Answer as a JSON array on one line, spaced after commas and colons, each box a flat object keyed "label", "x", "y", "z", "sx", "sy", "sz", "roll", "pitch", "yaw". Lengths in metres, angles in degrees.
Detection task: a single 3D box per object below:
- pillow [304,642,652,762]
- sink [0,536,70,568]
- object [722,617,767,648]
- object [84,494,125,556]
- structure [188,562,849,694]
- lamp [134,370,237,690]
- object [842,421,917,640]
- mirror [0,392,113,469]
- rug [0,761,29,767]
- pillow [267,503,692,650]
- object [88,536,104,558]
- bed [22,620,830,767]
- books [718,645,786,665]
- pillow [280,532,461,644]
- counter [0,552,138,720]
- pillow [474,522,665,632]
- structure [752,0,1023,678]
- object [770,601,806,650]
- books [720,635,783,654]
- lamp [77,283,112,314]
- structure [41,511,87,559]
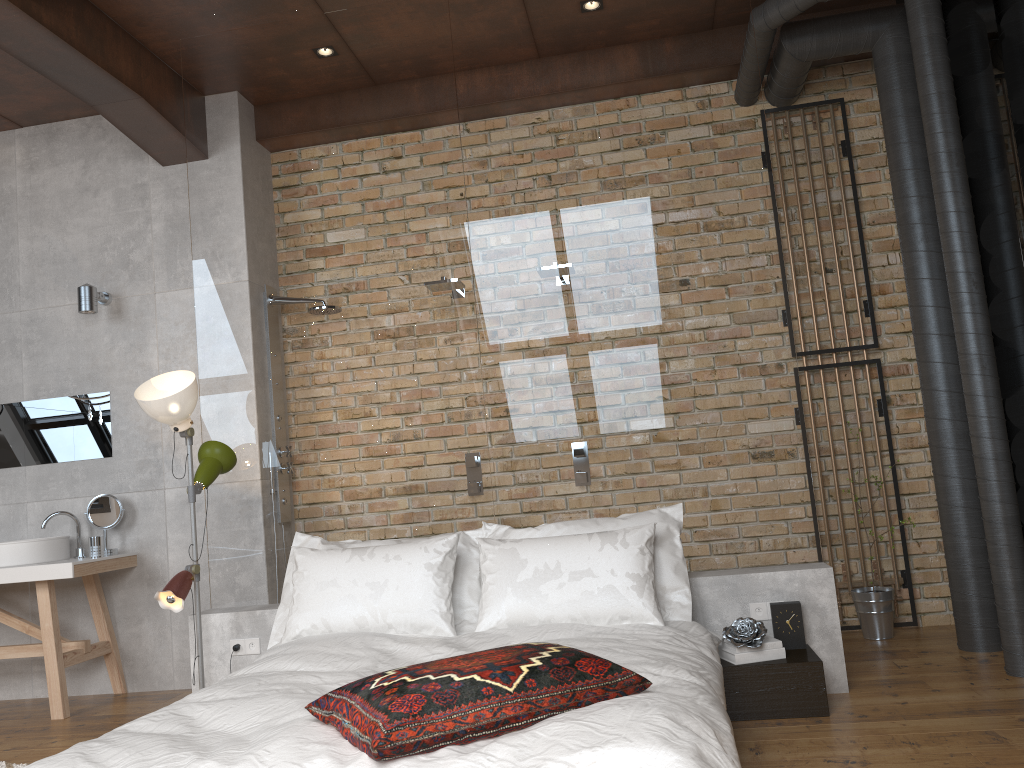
[{"label": "pillow", "x": -0.082, "y": 0.764, "z": 2.209, "sx": 0.748, "sy": 0.157, "sz": 0.453, "roll": -2, "pitch": -7, "yaw": -31}, {"label": "sink", "x": -2.651, "y": 0.914, "z": 4.829, "sx": 0.442, "sy": 0.128, "sz": 0.445, "roll": -2, "pitch": -7, "yaw": -27}, {"label": "object", "x": 0.892, "y": 0.950, "z": 3.394, "sx": 0.170, "sy": 0.094, "sz": 0.160, "roll": -8, "pitch": -7, "yaw": 20}, {"label": "object", "x": -2.259, "y": 0.782, "z": 4.926, "sx": 0.192, "sy": 0.338, "sz": 0.118, "roll": -1, "pitch": -8, "yaw": -35}, {"label": "structure", "x": -0.045, "y": 1.152, "z": 3.886, "sx": 2.820, "sy": 0.494, "sz": 0.206, "roll": -6, "pitch": -6, "yaw": 9}, {"label": "lamp", "x": -1.406, "y": 0.731, "z": 3.892, "sx": 0.270, "sy": 1.582, "sz": 0.561, "roll": -6, "pitch": -6, "yaw": 6}, {"label": "object", "x": 1.874, "y": 0.724, "z": 4.475, "sx": 0.228, "sy": 1.117, "sz": 0.517, "roll": -3, "pitch": -7, "yaw": -21}, {"label": "mirror", "x": -3.203, "y": 0.330, "z": 5.230, "sx": 1.838, "sy": 0.377, "sz": 0.007, "roll": -6, "pitch": -6, "yaw": 9}, {"label": "rug", "x": -2.698, "y": 1.524, "z": 2.840, "sx": 3.139, "sy": 0.019, "sz": 1.726, "roll": -6, "pitch": -6, "yaw": 9}, {"label": "pillow", "x": -0.141, "y": 0.814, "z": 3.694, "sx": 1.746, "sy": 0.517, "sz": 0.358, "roll": -6, "pitch": -6, "yaw": 8}, {"label": "object", "x": -2.226, "y": 0.873, "z": 4.747, "sx": 0.073, "sy": 0.111, "sz": 0.073, "roll": -5, "pitch": -6, "yaw": 1}, {"label": "bed", "x": -0.110, "y": 1.052, "z": 2.697, "sx": 2.300, "sy": 0.442, "sz": 2.169, "roll": -6, "pitch": -6, "yaw": 9}, {"label": "books", "x": 0.923, "y": 1.042, "z": 3.443, "sx": 0.203, "sy": 0.040, "sz": 0.193, "roll": -4, "pitch": -6, "yaw": -10}, {"label": "pillow", "x": -0.569, "y": 0.836, "z": 3.592, "sx": 0.744, "sy": 0.397, "sz": 0.276, "roll": -6, "pitch": -6, "yaw": 9}, {"label": "counter", "x": -3.102, "y": 1.410, "z": 4.855, "sx": 2.011, "sy": 0.765, "sz": 0.630, "roll": -6, "pitch": -6, "yaw": 9}, {"label": "pillow", "x": 0.214, "y": 0.772, "z": 3.471, "sx": 0.748, "sy": 0.385, "sz": 0.291, "roll": -6, "pitch": -6, "yaw": 8}, {"label": "structure", "x": 1.726, "y": -0.299, "z": 4.312, "sx": 0.829, "sy": 3.140, "sz": 1.189, "roll": -6, "pitch": -6, "yaw": 9}, {"label": "object", "x": 1.104, "y": 0.967, "z": 3.552, "sx": 0.116, "sy": 0.178, "sz": 0.067, "roll": -7, "pitch": -6, "yaw": 12}, {"label": "books", "x": 0.926, "y": 1.006, "z": 3.446, "sx": 0.184, "sy": 0.030, "sz": 0.175, "roll": -5, "pitch": -6, "yaw": -7}, {"label": "lamp", "x": -2.382, "y": -0.479, "z": 5.070, "sx": 0.101, "sy": 0.168, "sz": 0.243, "roll": -6, "pitch": -6, "yaw": 9}, {"label": "structure", "x": -2.468, "y": 0.838, "z": 4.937, "sx": 0.242, "sy": 0.268, "sz": 0.141, "roll": -6, "pitch": -6, "yaw": 4}]
